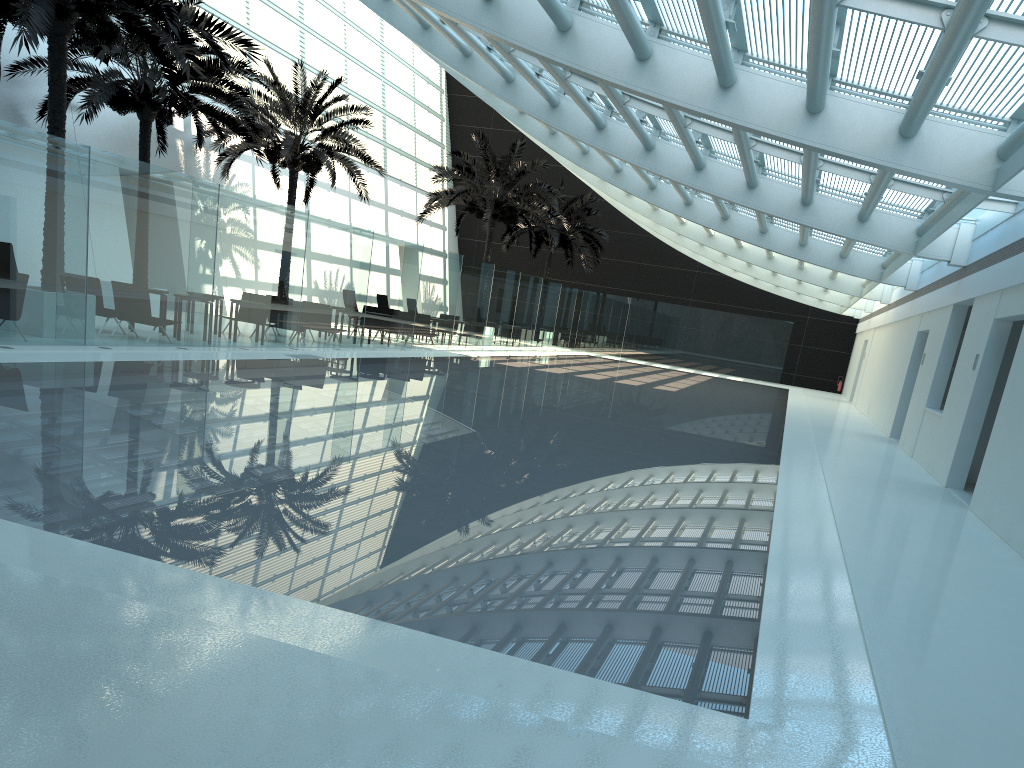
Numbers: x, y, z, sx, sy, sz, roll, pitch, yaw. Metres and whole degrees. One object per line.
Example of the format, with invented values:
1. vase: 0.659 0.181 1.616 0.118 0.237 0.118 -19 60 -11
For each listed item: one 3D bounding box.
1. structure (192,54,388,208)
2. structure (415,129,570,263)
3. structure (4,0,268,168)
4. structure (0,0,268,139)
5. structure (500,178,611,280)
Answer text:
1. structure: -6.171 -5.168 24.072 4.632 7.127 4.138 -1 15 -39
2. structure: -0.749 -4.906 30.161 4.797 7.258 4.311 11 12 9
3. structure: -7.801 -4.895 18.399 4.654 7.065 4.117 8 12 -5
4. structure: -6.546 -4.243 12.207 4.703 7.257 4.399 17 14 34
5. structure: 1.744 -5.183 37.792 4.469 7.256 4.629 8 12 -5
